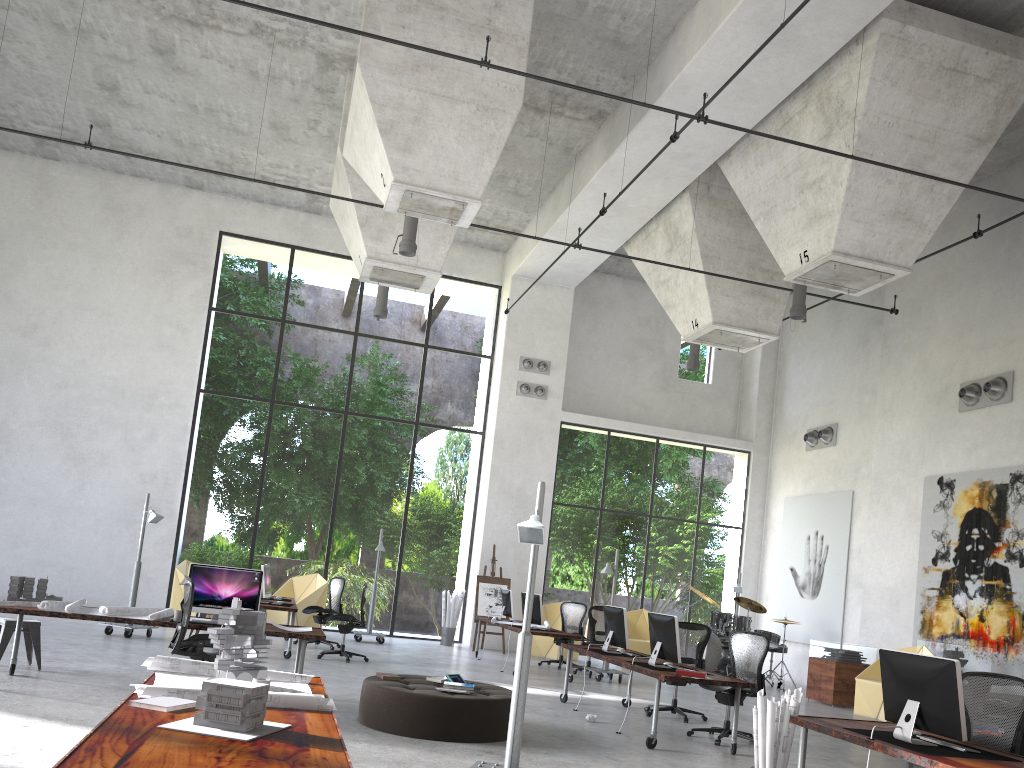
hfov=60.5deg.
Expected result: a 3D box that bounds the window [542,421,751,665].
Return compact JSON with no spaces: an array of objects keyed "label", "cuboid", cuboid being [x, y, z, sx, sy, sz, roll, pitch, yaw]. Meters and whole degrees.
[{"label":"window","cuboid":[2.938,3.551,19.076,4.582,4.830,0.020,9,-5,-14]}]

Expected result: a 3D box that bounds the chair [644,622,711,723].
[{"label":"chair","cuboid":[2.019,3.512,10.837,0.779,1.169,0.797,11,-8,-30]}]

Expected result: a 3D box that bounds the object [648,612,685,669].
[{"label":"object","cuboid":[1.666,2.709,9.253,0.378,0.544,0.725,8,-10,-12]}]

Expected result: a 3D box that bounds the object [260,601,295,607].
[{"label":"object","cuboid":[-3.593,3.244,12.982,0.689,0.008,0.863,8,-13,-7]}]

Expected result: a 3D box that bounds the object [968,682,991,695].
[{"label":"object","cuboid":[5.024,3.229,9.439,0.215,0.211,0.196,8,-9,-13]}]

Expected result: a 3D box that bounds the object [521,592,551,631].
[{"label":"object","cuboid":[0.383,3.642,14.078,0.380,0.544,0.722,9,-10,-22]}]

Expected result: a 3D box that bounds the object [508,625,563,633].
[{"label":"object","cuboid":[0.355,3.920,14.054,0.693,0.008,0.858,11,-13,-22]}]

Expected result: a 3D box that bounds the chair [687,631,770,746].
[{"label":"chair","cuboid":[2.370,3.230,9.399,0.771,1.169,0.805,-1,-10,44]}]

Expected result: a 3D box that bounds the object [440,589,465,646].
[{"label":"object","cuboid":[-1.234,4.709,17.765,0.417,1.193,0.441,10,-7,-36]}]

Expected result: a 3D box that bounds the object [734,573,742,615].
[{"label":"object","cuboid":[4.795,5.110,18.802,0.577,2.124,0.606,4,-6,21]}]

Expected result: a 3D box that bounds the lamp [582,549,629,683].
[{"label":"lamp","cuboid":[1.617,3.759,14.336,0.599,2.124,0.584,8,-6,-14]}]

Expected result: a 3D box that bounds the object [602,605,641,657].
[{"label":"object","cuboid":[1.314,2.964,10.574,0.378,0.544,0.725,8,-10,-12]}]

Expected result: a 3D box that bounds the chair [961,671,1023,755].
[{"label":"chair","cuboid":[3.337,2.540,5.821,0.777,1.169,0.798,10,-8,-25]}]

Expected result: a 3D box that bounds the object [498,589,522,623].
[{"label":"object","cuboid":[-0.016,3.932,15.577,0.378,0.544,0.725,8,-10,-12]}]

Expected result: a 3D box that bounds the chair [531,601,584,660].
[{"label":"chair","cuboid":[0.882,4.937,17.723,0.978,1.153,0.952,1,-10,34]}]

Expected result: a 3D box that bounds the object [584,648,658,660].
[{"label":"object","cuboid":[1.287,3.242,10.550,0.690,0.008,0.862,9,-13,-12]}]

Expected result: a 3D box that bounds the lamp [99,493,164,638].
[{"label":"lamp","cuboid":[-5.594,2.697,13.139,0.594,2.124,0.589,5,-6,19]}]

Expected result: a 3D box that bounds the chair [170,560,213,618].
[{"label":"chair","cuboid":[-5.744,3.868,16.215,0.931,1.153,0.999,3,-9,21]}]

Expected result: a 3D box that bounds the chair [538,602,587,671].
[{"label":"chair","cuboid":[0.957,4.470,15.665,0.768,1.169,0.808,3,-8,25]}]

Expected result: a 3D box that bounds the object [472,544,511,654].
[{"label":"object","cuboid":[-0.406,4.252,17.483,0.697,2.116,0.691,8,-6,-13]}]

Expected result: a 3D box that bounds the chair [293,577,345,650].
[{"label":"chair","cuboid":[-3.135,3.780,14.597,0.770,1.169,0.806,0,-9,40]}]

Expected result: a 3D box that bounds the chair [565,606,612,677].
[{"label":"chair","cuboid":[1.346,4.386,15.097,0.792,1.169,0.783,0,-9,40]}]

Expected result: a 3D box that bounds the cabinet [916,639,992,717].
[{"label":"cabinet","cuboid":[5.972,4.164,11.961,0.597,1.238,0.751,8,-7,-14]}]

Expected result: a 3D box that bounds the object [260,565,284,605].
[{"label":"object","cuboid":[-3.565,2.967,13.006,0.378,0.544,0.726,7,-10,-7]}]

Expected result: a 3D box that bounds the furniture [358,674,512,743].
[{"label":"furniture","cuboid":[-0.688,3.070,8.364,1.513,0.422,1.532,9,-12,-12]}]

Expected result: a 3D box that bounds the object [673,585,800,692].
[{"label":"object","cuboid":[4.496,4.942,17.281,1.901,1.717,2.995,11,-12,-29]}]

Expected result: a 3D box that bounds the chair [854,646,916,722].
[{"label":"chair","cuboid":[5.785,4.471,13.198,0.939,1.153,0.991,9,-8,-15]}]

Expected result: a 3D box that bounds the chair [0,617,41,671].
[{"label":"chair","cuboid":[-5.095,2.668,9.028,0.444,0.483,0.421,14,-11,-40]}]

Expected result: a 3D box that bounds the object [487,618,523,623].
[{"label":"object","cuboid":[-0.044,4.209,15.553,0.690,0.008,0.862,9,-13,-12]}]

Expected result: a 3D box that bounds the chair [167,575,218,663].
[{"label":"chair","cuboid":[-2.736,2.315,7.828,0.804,1.169,0.772,12,-9,-40]}]

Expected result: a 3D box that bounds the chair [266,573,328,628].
[{"label":"chair","cuboid":[-4.146,4.226,17.027,0.977,1.153,0.952,1,-9,31]}]

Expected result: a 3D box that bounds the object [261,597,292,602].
[{"label":"object","cuboid":[-3.948,3.505,14.328,0.690,0.008,0.862,9,-13,-12]}]

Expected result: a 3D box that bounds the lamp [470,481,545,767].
[{"label":"lamp","cuboid":[0.088,1.724,5.947,0.578,2.124,0.605,5,-5,11]}]

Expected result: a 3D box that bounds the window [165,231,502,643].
[{"label":"window","cuboid":[-3.507,1.215,18.231,5.989,7.748,0.068,8,-5,-14]}]

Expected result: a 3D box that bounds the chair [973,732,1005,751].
[{"label":"chair","cuboid":[4.509,3.595,8.421,0.440,0.483,0.424,9,-9,-19]}]

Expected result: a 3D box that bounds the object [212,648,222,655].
[{"label":"object","cuboid":[-3.964,3.563,12.036,0.297,0.294,0.402,10,-10,-20]}]

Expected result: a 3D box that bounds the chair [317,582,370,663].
[{"label":"chair","cuboid":[-2.471,3.527,13.137,0.799,1.169,0.776,10,-8,-25]}]

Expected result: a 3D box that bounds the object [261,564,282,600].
[{"label":"object","cuboid":[-3.921,3.227,14.352,0.378,0.544,0.725,8,-10,-12]}]

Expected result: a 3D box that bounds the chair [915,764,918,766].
[{"label":"chair","cuboid":[4.473,3.777,9.255,0.418,0.482,0.446,3,-9,21]}]

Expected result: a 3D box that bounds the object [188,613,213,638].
[{"label":"object","cuboid":[-4.720,3.729,13.672,0.480,0.525,0.459,11,-9,-29]}]

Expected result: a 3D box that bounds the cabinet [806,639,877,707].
[{"label":"cabinet","cuboid":[5.426,4.789,14.504,0.746,0.999,0.744,8,-8,-14]}]

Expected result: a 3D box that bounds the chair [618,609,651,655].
[{"label":"chair","cuboid":[2.596,5.100,17.602,0.978,1.153,0.951,6,-8,6]}]

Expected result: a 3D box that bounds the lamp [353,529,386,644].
[{"label":"lamp","cuboid":[-2.590,3.803,16.612,0.582,2.124,0.601,8,-6,-14]}]
